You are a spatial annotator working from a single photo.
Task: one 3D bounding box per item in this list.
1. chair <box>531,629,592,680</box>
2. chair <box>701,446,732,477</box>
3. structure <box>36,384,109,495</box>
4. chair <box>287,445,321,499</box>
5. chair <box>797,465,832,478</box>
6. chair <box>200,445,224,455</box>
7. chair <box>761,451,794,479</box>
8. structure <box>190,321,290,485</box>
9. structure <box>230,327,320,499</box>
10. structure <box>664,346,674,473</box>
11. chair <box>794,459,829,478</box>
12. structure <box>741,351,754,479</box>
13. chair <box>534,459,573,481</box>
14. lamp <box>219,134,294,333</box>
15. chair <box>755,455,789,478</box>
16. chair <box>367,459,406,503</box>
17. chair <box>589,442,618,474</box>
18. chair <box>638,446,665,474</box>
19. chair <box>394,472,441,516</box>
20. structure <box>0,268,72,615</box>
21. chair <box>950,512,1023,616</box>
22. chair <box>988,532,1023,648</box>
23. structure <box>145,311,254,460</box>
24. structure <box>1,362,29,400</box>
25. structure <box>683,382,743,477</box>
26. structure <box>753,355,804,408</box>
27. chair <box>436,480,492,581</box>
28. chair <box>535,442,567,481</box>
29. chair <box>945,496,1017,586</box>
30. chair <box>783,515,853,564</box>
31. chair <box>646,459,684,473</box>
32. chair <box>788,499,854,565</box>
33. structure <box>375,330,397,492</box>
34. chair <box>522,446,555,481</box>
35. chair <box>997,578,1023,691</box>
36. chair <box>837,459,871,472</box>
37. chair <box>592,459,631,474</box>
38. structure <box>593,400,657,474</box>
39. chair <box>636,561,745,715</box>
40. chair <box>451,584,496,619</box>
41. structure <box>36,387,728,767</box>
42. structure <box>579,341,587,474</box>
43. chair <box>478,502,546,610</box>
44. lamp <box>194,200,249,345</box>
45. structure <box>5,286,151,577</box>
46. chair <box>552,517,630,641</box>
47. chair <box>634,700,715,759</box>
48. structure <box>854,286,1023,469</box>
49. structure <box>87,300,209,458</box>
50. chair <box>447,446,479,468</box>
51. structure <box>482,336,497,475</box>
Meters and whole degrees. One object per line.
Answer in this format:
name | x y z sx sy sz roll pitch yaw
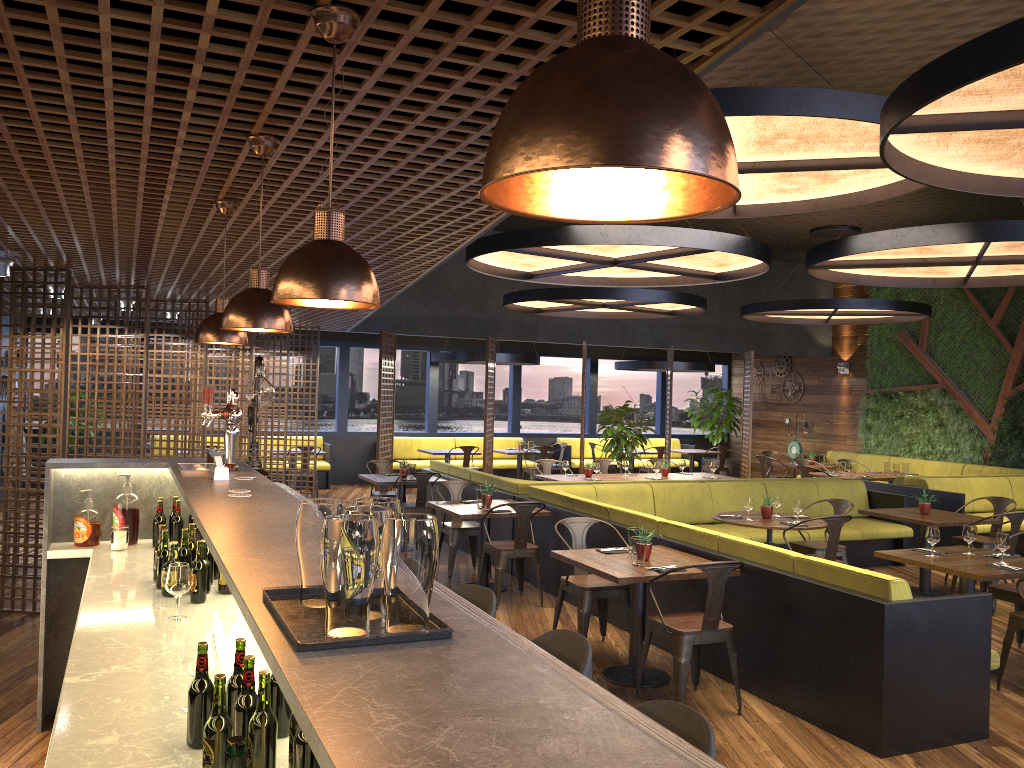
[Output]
chair | 0.022 1.344 2.829 0.438 1.048 0.483 2 -1 5
chair | 3.970 1.650 17.223 0.504 0.917 0.541 2 -1 -23
structure | -7.226 0.882 14.421 0.993 1.763 1.166 1 -1 37
chair | -3.303 1.412 14.032 0.504 0.917 0.541 2 -1 -23
chair | 4.363 1.621 12.699 0.541 0.917 0.504 2 -1 -23
chair | -4.612 1.369 13.458 0.504 0.917 0.541 2 -1 -23
chair | 4.662 1.656 15.593 0.504 0.917 0.541 2 -1 -23
structure | -3.631 0.493 11.798 1.319 2.700 0.050 2 -1 6
structure | -3.499 0.507 12.994 1.319 2.700 0.050 2 -1 6
structure | 2.747 0.711 15.569 0.050 2.700 0.852 2 -1 6
chair | 4.619 1.637 13.639 0.504 0.917 0.541 2 -1 -23
structure | 4.303 0.762 16.252 0.050 2.700 0.852 2 -1 6
chair | 0.565 1.507 12.124 0.504 0.917 0.541 2 -1 -23
lamp | -0.882 -0.523 3.106 0.250 0.673 0.250 2 -1 9
chair | 4.296 1.636 14.617 0.541 0.917 0.504 2 -1 -23
chair | -1.595 1.437 11.328 0.504 0.917 0.541 2 -1 -23
chair | 1.739 1.584 17.061 0.541 0.917 0.504 2 -1 -23
chair | 2.661 1.607 16.649 0.504 0.917 0.541 2 -1 -23
chair | -1.103 1.441 10.204 0.504 0.917 0.541 2 -1 -23
structure | -4.160 0.435 7.013 1.319 2.700 0.050 2 -1 6
chair | 4.349 1.580 8.022 0.504 0.917 0.541 2 -1 -23
chair | 3.810 1.551 6.513 0.541 0.917 0.504 2 -1 -23
structure | -3.764 0.479 10.602 1.319 2.700 0.050 2 -1 6
structure | -7.262 -0.020 13.036 0.293 0.563 1.220 2 -1 -24
structure | 4.516 1.054 19.482 1.493 2.184 1.272 2 -1 -24
structure | 5.616 -0.078 19.039 0.058 1.178 1.791 2 -1 -24
chair | -0.496 1.447 8.875 0.504 0.917 0.541 2 -1 -23
chair | 0.742 1.551 16.557 0.541 0.917 0.504 2 -1 -23
chair | 4.727 1.598 8.895 0.541 0.917 0.504 2 -1 -23
chair | 2.546 1.522 7.447 0.504 0.917 0.541 2 -1 -23
chair | 2.219 1.561 12.849 0.504 0.917 0.541 2 -1 -23
chair | 2.872 1.539 8.268 0.541 0.917 0.504 2 -1 -23
structure | -1.922 0.558 13.522 0.050 2.700 0.852 2 -1 6
chair | 0.461 1.535 15.684 0.504 0.917 0.541 2 -1 -23
chair | 3.461 1.533 5.596 0.504 0.917 0.541 2 -1 -23
chair | 5.414 1.663 13.988 0.504 0.917 0.541 2 -1 -23
chair | 1.394 1.534 12.488 0.504 0.917 0.541 2 -1 -23
structure | 1.764 1.142 14.430 0.993 1.763 1.166 1 -1 37
chair | 1.074 1.461 5.256 0.504 0.917 0.541 2 -1 -23
chair | -0.309 1.340 3.486 0.483 1.048 0.438 1 -1 27
structure | -1.157 0.478 2.069 2.700 2.700 9.298 2 -1 -24
structure | 1.191 0.660 14.887 0.050 2.700 0.852 2 -1 6
chair | 0.005 1.452 7.733 0.504 0.917 0.541 2 -1 -23
lamp | -1.368 -0.527 4.213 0.250 0.673 0.250 2 -1 9
structure | -4.028 0.450 8.209 1.319 2.700 0.050 2 -1 6
chair | 0.575 1.456 6.397 0.504 0.917 0.541 2 -1 -23
chair | 0.247 1.345 2.181 0.483 1.048 0.438 1 -1 38
structure | 8.393 -0.100 12.591 0.918 4.593 9.182 2 -1 -25
structure | -3.896 0.464 9.406 1.319 2.700 0.050 2 -1 6
chair | -0.848 1.492 15.109 0.504 0.917 0.541 2 -1 -23
structure | -0.366 0.609 14.204 0.050 2.700 0.852 2 -1 6
